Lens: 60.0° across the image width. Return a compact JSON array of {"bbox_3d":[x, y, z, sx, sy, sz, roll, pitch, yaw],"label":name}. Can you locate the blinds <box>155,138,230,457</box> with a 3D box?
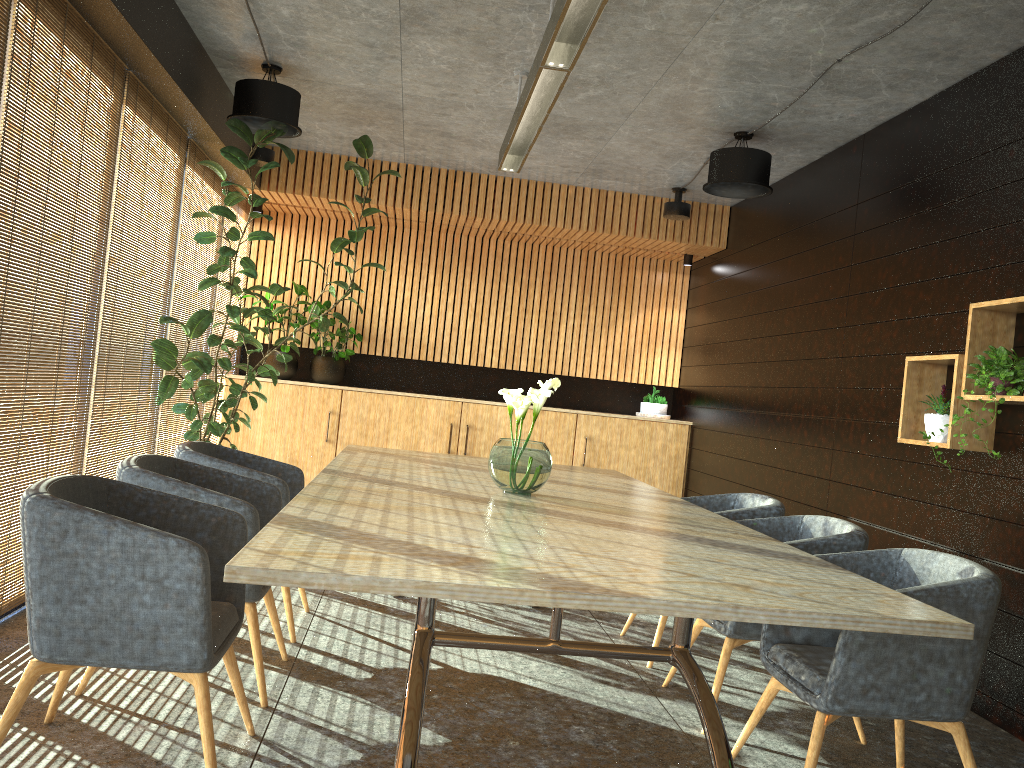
[{"bbox_3d":[-2.709,-0.381,7.493,0.039,3.038,1.422,6,-1,-6],"label":"blinds"}]

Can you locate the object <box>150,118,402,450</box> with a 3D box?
[{"bbox_3d":[-2.203,-0.412,7.011,1.958,3.266,1.875,6,-1,32],"label":"object"}]

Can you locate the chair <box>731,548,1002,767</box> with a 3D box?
[{"bbox_3d":[1.312,1.084,3.293,0.761,0.944,0.706,6,-1,-6],"label":"chair"}]

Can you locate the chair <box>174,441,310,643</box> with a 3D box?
[{"bbox_3d":[-1.461,0.811,4.788,0.761,0.944,0.706,6,-1,-6],"label":"chair"}]

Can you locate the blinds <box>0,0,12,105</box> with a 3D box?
[{"bbox_3d":[-1.530,-0.311,0.585,1.388,3.075,6.486,6,-1,-25],"label":"blinds"}]

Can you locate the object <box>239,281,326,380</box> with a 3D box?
[{"bbox_3d":[-2.450,-0.577,9.313,0.666,1.054,0.640,6,-1,35],"label":"object"}]

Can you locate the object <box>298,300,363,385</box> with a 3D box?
[{"bbox_3d":[-1.950,-0.437,9.355,0.679,0.880,0.512,6,-1,-3],"label":"object"}]

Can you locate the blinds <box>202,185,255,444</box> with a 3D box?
[{"bbox_3d":[-2.875,-0.383,8.952,0.039,3.038,1.422,6,-1,-6],"label":"blinds"}]

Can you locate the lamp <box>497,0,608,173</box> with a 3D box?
[{"bbox_3d":[0.233,-1.756,4.084,0.151,0.618,4.009,6,-1,-6],"label":"lamp"}]

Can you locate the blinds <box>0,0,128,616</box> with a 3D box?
[{"bbox_3d":[-2.375,-0.377,4.550,0.039,3.038,1.422,6,-1,-6],"label":"blinds"}]

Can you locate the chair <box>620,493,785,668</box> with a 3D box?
[{"bbox_3d":[1.109,1.081,5.081,0.761,0.944,0.706,6,-1,-6],"label":"chair"}]

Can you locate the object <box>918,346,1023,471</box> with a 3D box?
[{"bbox_3d":[2.281,0.126,4.297,0.401,0.633,0.445,6,-1,-26],"label":"object"}]

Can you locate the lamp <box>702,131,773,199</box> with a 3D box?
[{"bbox_3d":[1.712,-1.662,6.655,0.513,0.497,0.513,6,-1,23],"label":"lamp"}]

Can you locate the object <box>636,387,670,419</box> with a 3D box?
[{"bbox_3d":[1.595,0.206,9.933,0.384,0.347,0.384,6,-1,16],"label":"object"}]

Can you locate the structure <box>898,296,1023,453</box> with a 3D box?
[{"bbox_3d":[2.480,-0.029,3.997,0.242,1.130,2.172,6,-1,-6],"label":"structure"}]

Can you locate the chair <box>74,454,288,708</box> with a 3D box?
[{"bbox_3d":[-1.360,0.812,3.895,0.761,0.944,0.706,6,-1,-6],"label":"chair"}]

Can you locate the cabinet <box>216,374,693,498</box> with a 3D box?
[{"bbox_3d":[-0.629,0.784,9.610,4.954,1.272,1.006,6,-1,-6],"label":"cabinet"}]

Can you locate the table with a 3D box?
[{"bbox_3d":[-0.019,0.960,4.047,1.816,0.927,3.932,6,-1,-6],"label":"table"}]

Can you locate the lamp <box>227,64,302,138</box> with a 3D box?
[{"bbox_3d":[-1.725,-2.024,6.264,0.513,0.497,0.513,6,-1,-36],"label":"lamp"}]

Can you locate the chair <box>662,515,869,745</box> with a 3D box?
[{"bbox_3d":[1.210,1.082,4.187,0.761,0.944,0.706,6,-1,-6],"label":"chair"}]

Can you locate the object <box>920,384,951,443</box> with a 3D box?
[{"bbox_3d":[2.329,0.159,4.805,0.241,0.318,0.226,6,-1,-32],"label":"object"}]

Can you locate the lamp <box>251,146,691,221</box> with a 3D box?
[{"bbox_3d":[-0.346,-1.947,8.289,4.179,0.294,0.257,6,-1,-6],"label":"lamp"}]

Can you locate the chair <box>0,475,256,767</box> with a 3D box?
[{"bbox_3d":[-1.258,0.813,3.001,0.761,0.944,0.706,6,-1,-6],"label":"chair"}]

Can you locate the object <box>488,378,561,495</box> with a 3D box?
[{"bbox_3d":[0.052,0.228,4.076,0.295,0.546,0.322,6,-1,3],"label":"object"}]

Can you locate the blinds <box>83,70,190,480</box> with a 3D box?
[{"bbox_3d":[-2.541,-0.379,6.009,0.039,3.038,1.422,6,-1,-6],"label":"blinds"}]
